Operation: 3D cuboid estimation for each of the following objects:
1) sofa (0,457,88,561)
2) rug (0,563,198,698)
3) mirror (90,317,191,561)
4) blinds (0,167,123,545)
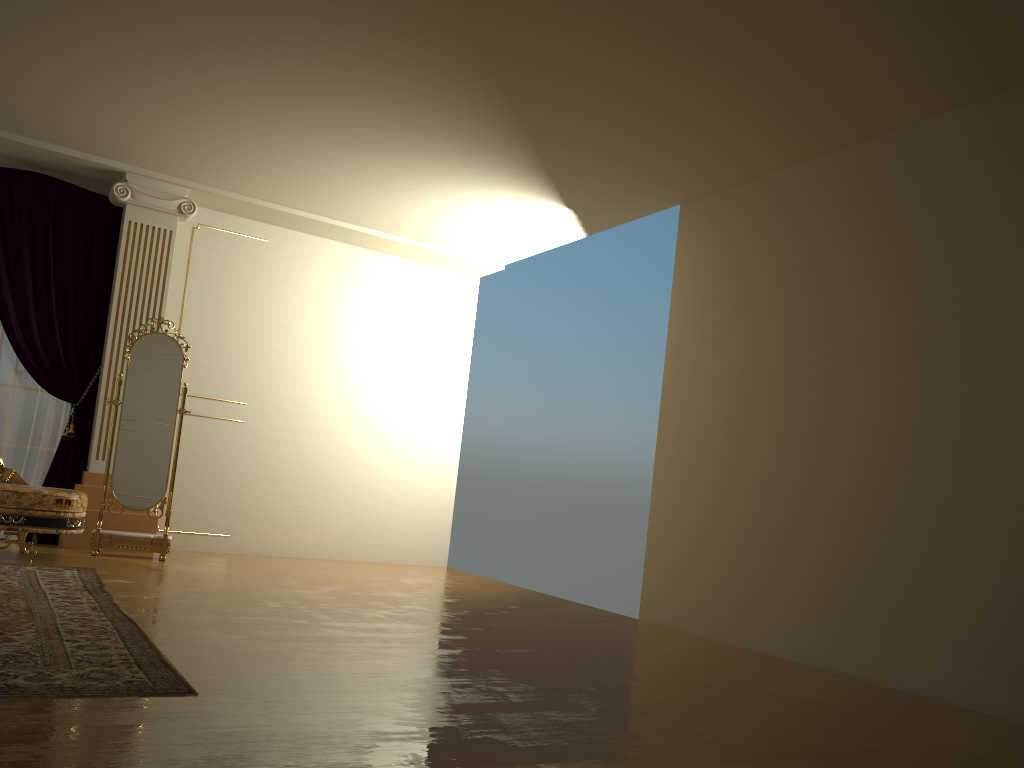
[{"bbox_3d":[-3.549,0.550,5.256,1.902,0.866,0.694,10,-6,-30],"label":"sofa"},{"bbox_3d":[-2.621,0.841,3.438,2.127,0.017,3.083,11,-9,-30],"label":"rug"},{"bbox_3d":[-2.560,0.364,6.186,0.543,1.691,0.243,8,-4,-20],"label":"mirror"},{"bbox_3d":[-4.000,-0.281,6.107,2.245,2.639,0.339,9,-5,-29],"label":"blinds"}]
